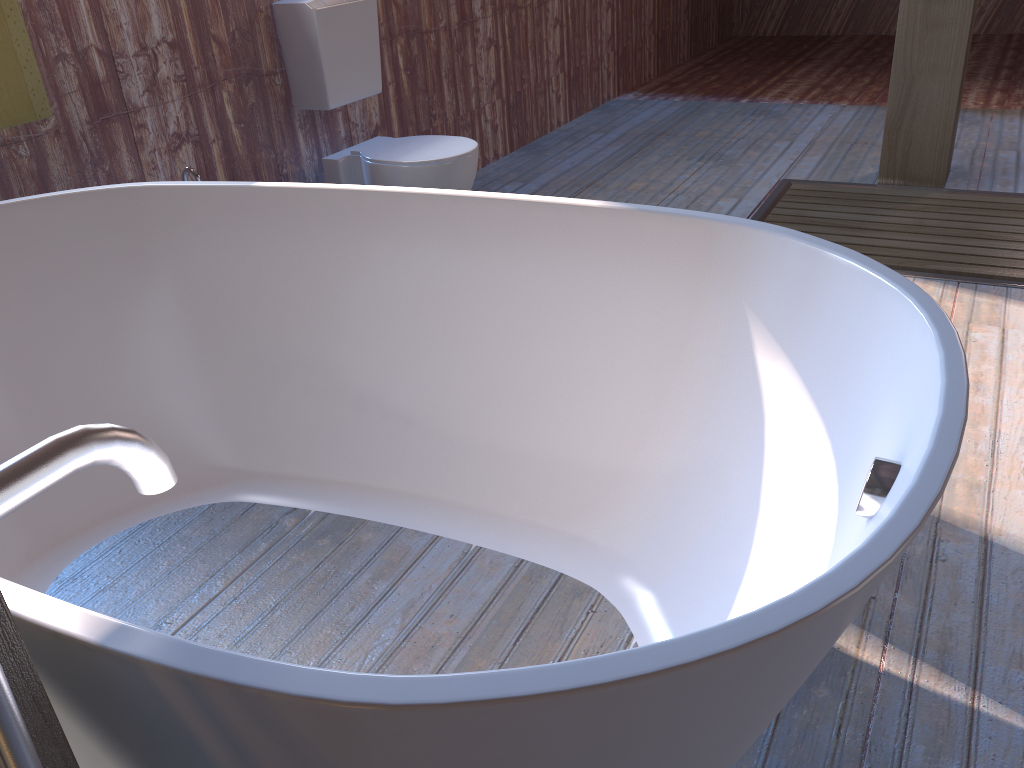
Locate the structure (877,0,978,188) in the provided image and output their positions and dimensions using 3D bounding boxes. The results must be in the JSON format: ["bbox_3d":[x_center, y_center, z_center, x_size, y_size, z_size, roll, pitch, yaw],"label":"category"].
[{"bbox_3d":[1.559,-1.794,3.199,0.522,2.209,0.328,-26,35,-34],"label":"structure"}]

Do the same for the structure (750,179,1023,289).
[{"bbox_3d":[1.405,-0.569,3.301,1.000,0.067,1.000,10,32,26],"label":"structure"}]

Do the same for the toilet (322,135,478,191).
[{"bbox_3d":[-0.363,-0.690,3.327,0.534,0.400,0.375,11,32,27],"label":"toilet"}]

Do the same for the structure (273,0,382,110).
[{"bbox_3d":[-0.643,-1.207,3.199,0.182,0.363,0.358,11,32,27],"label":"structure"}]

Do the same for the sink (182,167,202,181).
[{"bbox_3d":[-0.836,-0.410,2.751,0.515,0.517,0.335,11,32,27],"label":"sink"}]

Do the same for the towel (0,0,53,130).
[{"bbox_3d":[-1.302,-0.774,2.089,0.032,0.361,0.370,11,32,26],"label":"towel"}]

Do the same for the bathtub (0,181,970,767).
[{"bbox_3d":[-0.389,-0.038,1.379,1.460,1.109,1.935,-25,34,-33],"label":"bathtub"}]
